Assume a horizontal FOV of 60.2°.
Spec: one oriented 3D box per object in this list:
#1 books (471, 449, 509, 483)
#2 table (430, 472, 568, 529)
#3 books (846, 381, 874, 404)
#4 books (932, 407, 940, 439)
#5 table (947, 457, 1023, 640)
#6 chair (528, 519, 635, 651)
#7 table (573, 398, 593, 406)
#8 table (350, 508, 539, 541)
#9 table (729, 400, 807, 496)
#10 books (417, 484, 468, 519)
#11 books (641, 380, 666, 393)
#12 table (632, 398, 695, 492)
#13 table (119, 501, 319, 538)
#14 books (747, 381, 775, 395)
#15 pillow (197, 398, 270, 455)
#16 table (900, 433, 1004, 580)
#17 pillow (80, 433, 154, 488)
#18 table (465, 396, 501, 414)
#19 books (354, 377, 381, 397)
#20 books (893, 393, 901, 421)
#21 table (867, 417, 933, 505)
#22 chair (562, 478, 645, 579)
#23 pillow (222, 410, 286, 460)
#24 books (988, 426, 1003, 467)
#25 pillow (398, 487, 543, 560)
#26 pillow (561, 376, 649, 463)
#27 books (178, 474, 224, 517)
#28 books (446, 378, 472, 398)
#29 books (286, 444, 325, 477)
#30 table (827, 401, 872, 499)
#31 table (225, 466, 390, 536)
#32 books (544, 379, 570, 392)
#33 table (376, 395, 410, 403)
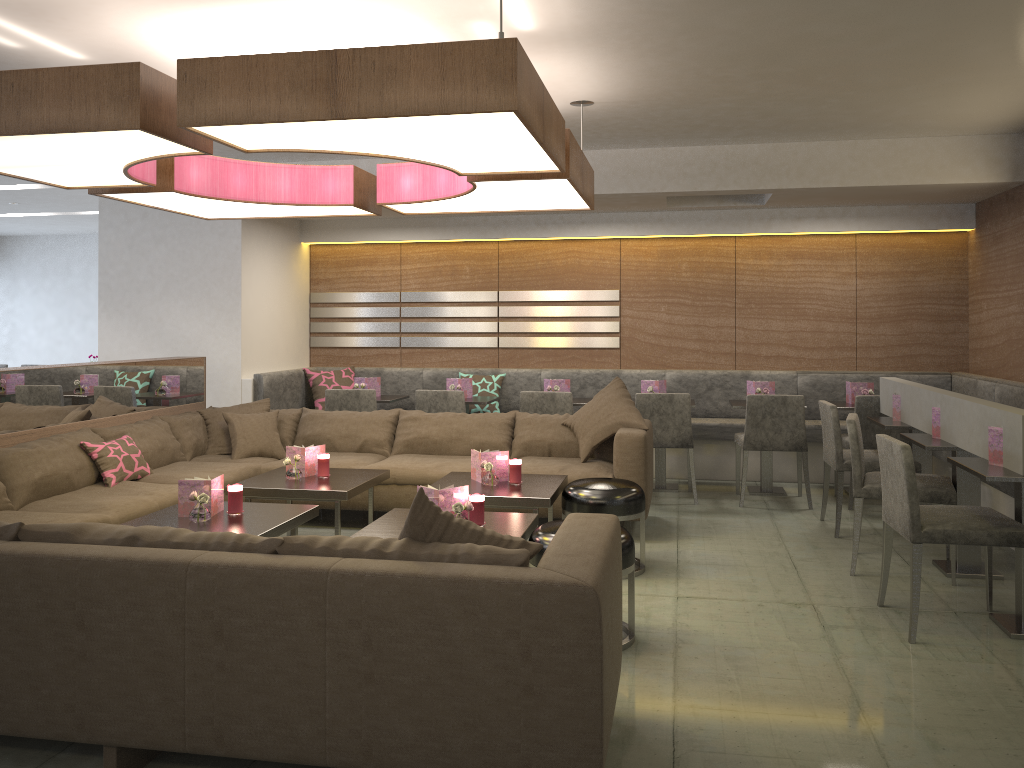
[{"bbox_3d":[-0.118,0.433,4.696,0.157,0.164,0.143,-1,1,-24],"label":"books"},{"bbox_3d":[-0.079,0.723,4.576,0.657,0.412,0.659,0,3,11],"label":"table"},{"bbox_3d":[2.548,0.067,6.477,0.157,0.164,0.143,0,1,6],"label":"books"},{"bbox_3d":[2.246,0.202,4.480,0.157,0.164,0.143,-1,1,-24],"label":"books"},{"bbox_3d":[2.106,0.665,3.572,0.506,0.655,0.506,0,1,11],"label":"table"},{"bbox_3d":[0.275,0.776,3.503,0.422,0.451,0.423,0,1,7],"label":"chair"},{"bbox_3d":[0.366,0.451,6.793,0.506,0.655,0.506,0,1,11],"label":"table"},{"bbox_3d":[-0.268,0.790,3.592,0.657,0.412,0.659,0,3,11],"label":"table"},{"bbox_3d":[1.871,0.468,6.504,0.506,0.655,0.506,0,1,11],"label":"table"},{"bbox_3d":[-0.287,0.503,3.664,0.157,0.164,0.143,-2,2,-44],"label":"books"},{"bbox_3d":[1.083,0.051,6.751,0.143,0.164,0.157,1,2,31],"label":"books"},{"bbox_3d":[1.118,0.460,6.648,0.506,0.655,0.506,0,1,11],"label":"table"},{"bbox_3d":[-1.267,0.779,3.784,0.657,0.412,0.659,0,3,11],"label":"table"},{"bbox_3d":[1.858,0.060,6.602,0.157,0.164,0.143,0,1,-9],"label":"books"},{"bbox_3d":[-1.806,0.301,5.846,0.526,0.394,0.292,-1,1,-20],"label":"pillow"},{"bbox_3d":[2.268,0.608,4.414,0.506,0.655,0.506,0,1,11],"label":"table"},{"bbox_3d":[-2.131,0.410,4.791,0.180,0.252,0.464,0,3,6],"label":"pillow"},{"bbox_3d":[-0.387,0.443,6.937,0.506,0.655,0.506,0,1,11],"label":"table"},{"bbox_3d":[-1.174,0.026,7.184,0.143,0.164,0.157,1,2,31],"label":"books"},{"bbox_3d":[2.384,0.144,5.331,0.157,0.164,0.143,1,1,26],"label":"books"},{"bbox_3d":[2.430,0.551,5.256,0.506,0.655,0.506,0,1,11],"label":"table"},{"bbox_3d":[0.463,0.709,4.485,0.422,0.451,0.423,0,1,-8],"label":"chair"},{"bbox_3d":[-1.652,0.340,5.702,0.380,0.323,0.235,-1,2,-34],"label":"pillow"},{"bbox_3d":[2.072,0.260,3.621,0.157,0.164,0.143,-1,1,-19],"label":"books"},{"bbox_3d":[-0.180,0.474,2.520,0.532,0.405,0.279,0,1,-1],"label":"pillow"},{"bbox_3d":[0.571,0.214,5.390,0.621,0.513,0.299,1,1,25],"label":"pillow"},{"bbox_3d":[-1.322,0.491,3.863,0.258,0.164,0.143,-1,2,-25],"label":"books"},{"bbox_3d":[-0.418,0.034,7.039,0.143,0.164,0.157,1,2,31],"label":"books"},{"bbox_3d":[-1.142,0.421,4.895,0.143,0.164,0.157,1,2,31],"label":"books"},{"bbox_3d":[2.554,0.476,6.372,0.506,0.655,0.506,0,1,11],"label":"table"},{"bbox_3d":[-1.078,0.712,4.768,0.657,0.412,0.659,0,3,11],"label":"table"},{"bbox_3d":[0.351,0.043,6.891,0.157,0.164,0.143,-1,1,-24],"label":"books"},{"bbox_3d":[-1.139,0.435,7.082,0.506,0.655,0.506,0,1,11],"label":"table"}]
